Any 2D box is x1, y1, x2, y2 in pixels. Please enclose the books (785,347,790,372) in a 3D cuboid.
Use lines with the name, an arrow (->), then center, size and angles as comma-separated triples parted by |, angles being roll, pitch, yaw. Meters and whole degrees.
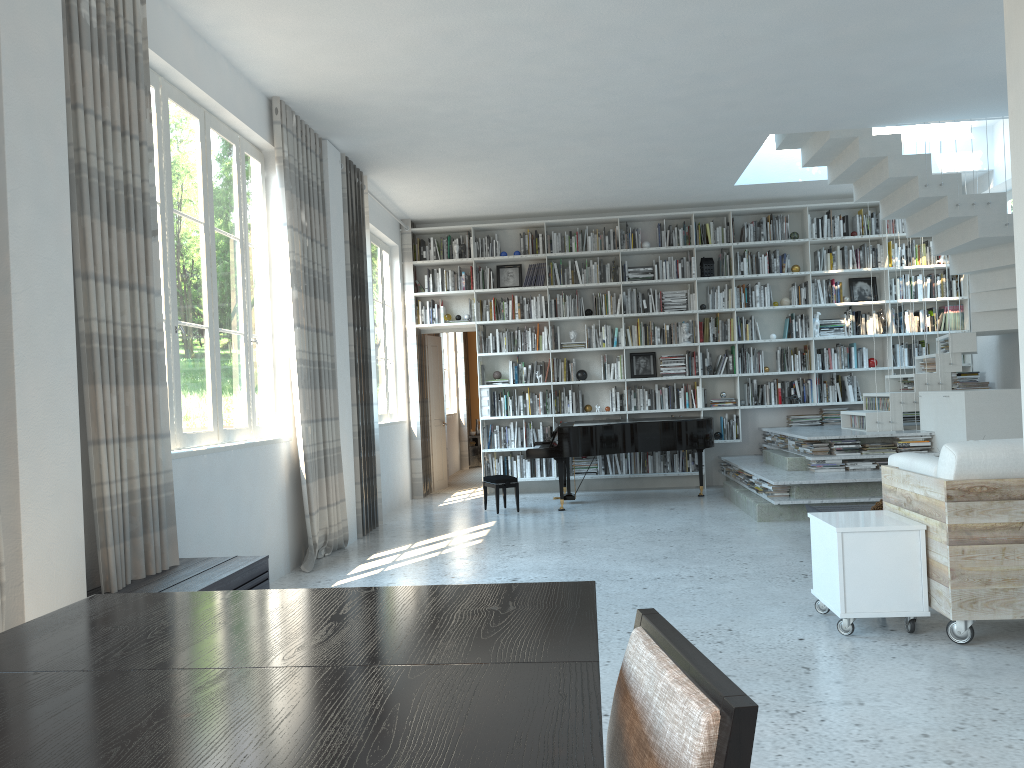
books -> 3.139, -0.281, 10.112 | 0.007, 0.285, 0.159 | -3, 0, 5

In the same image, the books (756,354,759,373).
books -> 2.800, -0.234, 10.141 | 0.008, 0.223, 0.133 | -3, 0, 5

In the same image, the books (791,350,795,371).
books -> 3.189, -0.263, 10.111 | 0.030, 0.244, 0.135 | -3, 0, 5

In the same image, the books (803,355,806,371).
books -> 3.304, -0.237, 10.067 | 0.016, 0.180, 0.189 | -3, -1, 5

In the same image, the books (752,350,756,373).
books -> 2.758, -0.254, 10.128 | 0.012, 0.267, 0.183 | -3, 0, 5

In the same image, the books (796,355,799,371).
books -> 3.227, -0.234, 10.084 | 0.019, 0.183, 0.190 | -3, -1, 5

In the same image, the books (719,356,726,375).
books -> 2.407, -0.210, 10.176 | 0.090, 0.215, 0.139 | -3, 0, 5

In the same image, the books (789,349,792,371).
books -> 3.150, -0.265, 10.085 | 0.018, 0.251, 0.184 | -3, 0, 5

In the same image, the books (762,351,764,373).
books -> 2.852, -0.251, 10.129 | 0.013, 0.251, 0.172 | -3, 0, 5

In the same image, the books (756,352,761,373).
books -> 2.810, -0.242, 10.130 | 0.015, 0.238, 0.176 | -3, 0, 5

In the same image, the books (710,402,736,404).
books -> 2.404, 0.219, 10.110 | 0.285, 0.012, 0.159 | -3, -1, 8

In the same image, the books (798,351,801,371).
books -> 3.251, -0.259, 10.085 | 0.018, 0.229, 0.181 | -3, 0, 5

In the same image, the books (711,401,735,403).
books -> 2.404, 0.207, 10.114 | 0.254, 0.012, 0.161 | -3, -1, 10

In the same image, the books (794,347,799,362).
books -> 3.238, -0.280, 10.087 | 0.006, 0.274, 0.173 | -3, 0, 5

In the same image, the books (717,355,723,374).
books -> 2.376, -0.214, 10.176 | 0.095, 0.226, 0.144 | -3, 0, 5

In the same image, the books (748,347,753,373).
books -> 2.725, -0.268, 10.126 | 0.014, 0.297, 0.175 | -3, 0, 5

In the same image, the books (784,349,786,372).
books -> 3.095, -0.266, 10.110 | 0.008, 0.259, 0.158 | -3, 0, 5

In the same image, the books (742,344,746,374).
books -> 2.655, -0.287, 10.158 | 0.007, 0.342, 0.149 | -3, 0, 5

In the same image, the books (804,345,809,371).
books -> 3.343, -0.296, 10.074 | 0.007, 0.295, 0.162 | -3, 0, 5

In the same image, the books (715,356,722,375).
books -> 2.359, -0.205, 10.157 | 0.089, 0.210, 0.175 | -3, 0, 5

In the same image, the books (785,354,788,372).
books -> 3.117, -0.242, 10.127 | 0.031, 0.208, 0.122 | -3, 0, 5

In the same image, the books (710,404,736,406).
books -> 2.406, 0.243, 10.115 | 0.285, 0.012, 0.159 | -3, -1, 10

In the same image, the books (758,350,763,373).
books -> 2.839, -0.255, 10.129 | 0.014, 0.261, 0.142 | -3, 0, 5

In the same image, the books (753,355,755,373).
books -> 2.749, -0.222, 10.141 | 0.013, 0.203, 0.167 | -3, 0, 5

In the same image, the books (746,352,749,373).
books -> 2.677, -0.241, 10.134 | 0.013, 0.248, 0.165 | -3, 0, 5

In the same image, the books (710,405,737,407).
books -> 2.406, 0.255, 10.110 | 0.285, 0.012, 0.159 | -3, -1, 8

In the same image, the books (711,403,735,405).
books -> 2.405, 0.231, 10.112 | 0.254, 0.012, 0.161 | -3, -1, 11

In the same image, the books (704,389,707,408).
books -> 2.214, 0.165, 10.193 | 0.030, 0.210, 0.136 | -3, 0, 5

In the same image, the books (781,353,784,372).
books -> 3.067, -0.243, 10.098 | 0.016, 0.216, 0.177 | -3, 0, 5

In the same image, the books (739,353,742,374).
books -> 2.611, -0.233, 10.160 | 0.011, 0.239, 0.136 | -3, 0, 5

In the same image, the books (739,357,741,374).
books -> 2.599, -0.207, 10.152 | 0.015, 0.188, 0.168 | -3, 0, 5

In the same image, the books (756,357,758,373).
books -> 2.791, -0.212, 10.140 | 0.013, 0.179, 0.140 | -3, 0, 5

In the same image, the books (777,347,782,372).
books -> 3.052, -0.279, 10.128 | 0.016, 0.289, 0.131 | -3, 0, 5

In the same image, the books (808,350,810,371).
books -> 3.359, -0.269, 10.100 | 0.019, 0.241, 0.134 | -3, 0, 5

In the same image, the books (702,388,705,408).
books -> 2.185, 0.157, 10.193 | 0.027, 0.229, 0.141 | -3, 0, 5

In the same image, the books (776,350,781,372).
books -> 3.035, -0.260, 10.116 | 0.019, 0.251, 0.130 | -3, 0, 5

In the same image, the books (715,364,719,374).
books -> 2.351, -0.210, 10.171 | 0.088, 0.220, 0.138 | -3, 0, 5

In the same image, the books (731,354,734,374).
books -> 2.515, -0.223, 10.151 | 0.021, 0.226, 0.148 | -3, 0, 5

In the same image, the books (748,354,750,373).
books -> 2.688, -0.231, 10.123 | 0.011, 0.226, 0.188 | -3, 0, 5

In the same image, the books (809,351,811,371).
books -> 3.380, -0.261, 10.094 | 0.009, 0.223, 0.146 | -3, 0, 5

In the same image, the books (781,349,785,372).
books -> 3.083, -0.267, 10.111 | 0.015, 0.262, 0.149 | -3, 0, 5

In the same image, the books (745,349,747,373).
books -> 2.667, -0.259, 10.133 | 0.005, 0.284, 0.159 | -3, 0, 5

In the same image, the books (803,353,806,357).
books -> 3.322, -0.249, 10.093 | 0.016, 0.205, 0.141 | -3, 0, 5

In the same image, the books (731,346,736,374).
books -> 2.530, -0.273, 10.147 | 0.014, 0.325, 0.182 | -3, 0, 5

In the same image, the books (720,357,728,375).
books -> 2.419, -0.204, 10.164 | 0.091, 0.205, 0.169 | -3, 0, 5

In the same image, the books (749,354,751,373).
books -> 2.701, -0.227, 10.134 | 0.013, 0.218, 0.160 | -3, 0, 5

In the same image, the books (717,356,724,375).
books -> 2.387, -0.207, 10.170 | 0.090, 0.212, 0.143 | -3, 0, 5

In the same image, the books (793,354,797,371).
books -> 3.211, -0.239, 10.090 | 0.015, 0.195, 0.175 | -3, 0, 5

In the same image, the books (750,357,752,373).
books -> 2.714, -0.212, 10.128 | 0.013, 0.186, 0.183 | -3, -1, 5

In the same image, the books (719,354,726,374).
books -> 2.401, -0.222, 10.167 | 0.094, 0.238, 0.149 | -3, 0, 5

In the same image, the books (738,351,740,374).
books -> 2.584, -0.246, 10.143 | 0.010, 0.266, 0.158 | -3, 0, 5

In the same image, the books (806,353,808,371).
books -> 3.336, -0.249, 10.082 | 0.013, 0.204, 0.158 | -3, 0, 5

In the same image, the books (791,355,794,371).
books -> 3.169, -0.231, 10.083 | 0.018, 0.182, 0.182 | -3, -1, 5

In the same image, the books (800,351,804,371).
books -> 3.287, -0.261, 10.095 | 0.021, 0.232, 0.155 | -3, 0, 5

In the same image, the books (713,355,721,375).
books -> 2.341, -0.214, 10.153 | 0.095, 0.228, 0.190 | -3, 0, 5

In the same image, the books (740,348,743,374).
books -> 2.623, -0.262, 10.145 | 0.018, 0.295, 0.177 | -3, 0, 5

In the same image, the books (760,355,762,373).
books -> 2.825, -0.227, 10.126 | 0.014, 0.207, 0.180 | -3, 0, 5

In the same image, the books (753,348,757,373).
books -> 2.779, -0.264, 10.142 | 0.006, 0.285, 0.159 | -3, 0, 5
